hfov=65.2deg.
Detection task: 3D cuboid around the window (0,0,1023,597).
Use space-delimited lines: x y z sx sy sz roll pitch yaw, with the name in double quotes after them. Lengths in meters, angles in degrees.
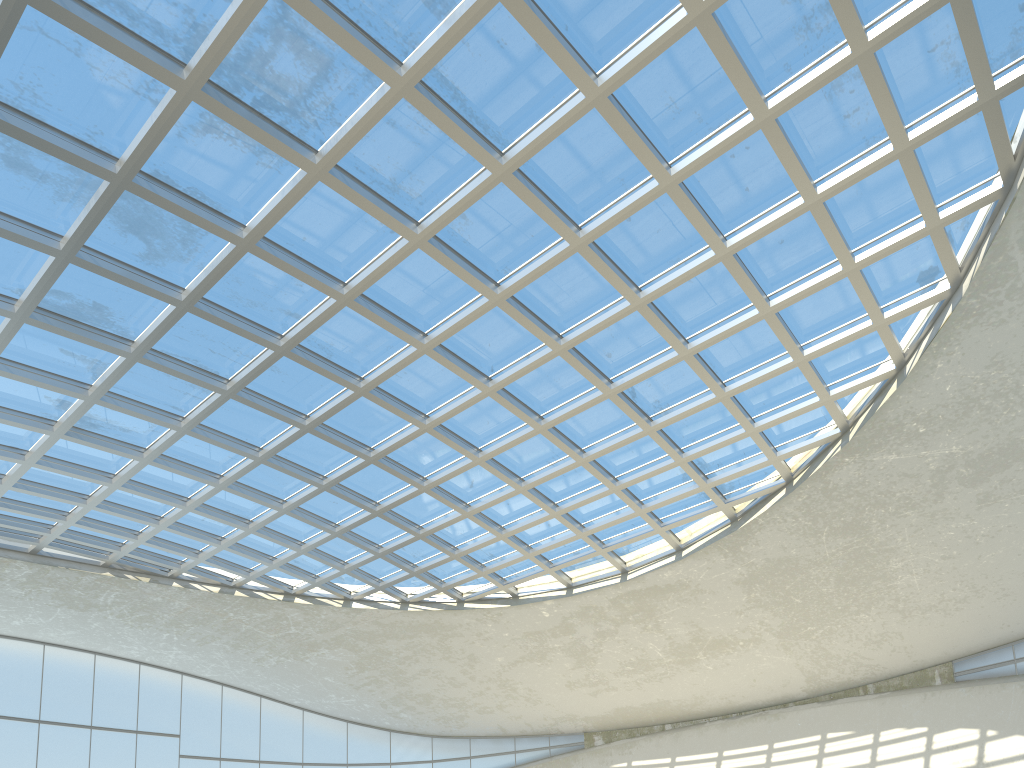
-14.871 0.869 42.854 83.301 9.879 84.560 -26 -40 33 "window"
